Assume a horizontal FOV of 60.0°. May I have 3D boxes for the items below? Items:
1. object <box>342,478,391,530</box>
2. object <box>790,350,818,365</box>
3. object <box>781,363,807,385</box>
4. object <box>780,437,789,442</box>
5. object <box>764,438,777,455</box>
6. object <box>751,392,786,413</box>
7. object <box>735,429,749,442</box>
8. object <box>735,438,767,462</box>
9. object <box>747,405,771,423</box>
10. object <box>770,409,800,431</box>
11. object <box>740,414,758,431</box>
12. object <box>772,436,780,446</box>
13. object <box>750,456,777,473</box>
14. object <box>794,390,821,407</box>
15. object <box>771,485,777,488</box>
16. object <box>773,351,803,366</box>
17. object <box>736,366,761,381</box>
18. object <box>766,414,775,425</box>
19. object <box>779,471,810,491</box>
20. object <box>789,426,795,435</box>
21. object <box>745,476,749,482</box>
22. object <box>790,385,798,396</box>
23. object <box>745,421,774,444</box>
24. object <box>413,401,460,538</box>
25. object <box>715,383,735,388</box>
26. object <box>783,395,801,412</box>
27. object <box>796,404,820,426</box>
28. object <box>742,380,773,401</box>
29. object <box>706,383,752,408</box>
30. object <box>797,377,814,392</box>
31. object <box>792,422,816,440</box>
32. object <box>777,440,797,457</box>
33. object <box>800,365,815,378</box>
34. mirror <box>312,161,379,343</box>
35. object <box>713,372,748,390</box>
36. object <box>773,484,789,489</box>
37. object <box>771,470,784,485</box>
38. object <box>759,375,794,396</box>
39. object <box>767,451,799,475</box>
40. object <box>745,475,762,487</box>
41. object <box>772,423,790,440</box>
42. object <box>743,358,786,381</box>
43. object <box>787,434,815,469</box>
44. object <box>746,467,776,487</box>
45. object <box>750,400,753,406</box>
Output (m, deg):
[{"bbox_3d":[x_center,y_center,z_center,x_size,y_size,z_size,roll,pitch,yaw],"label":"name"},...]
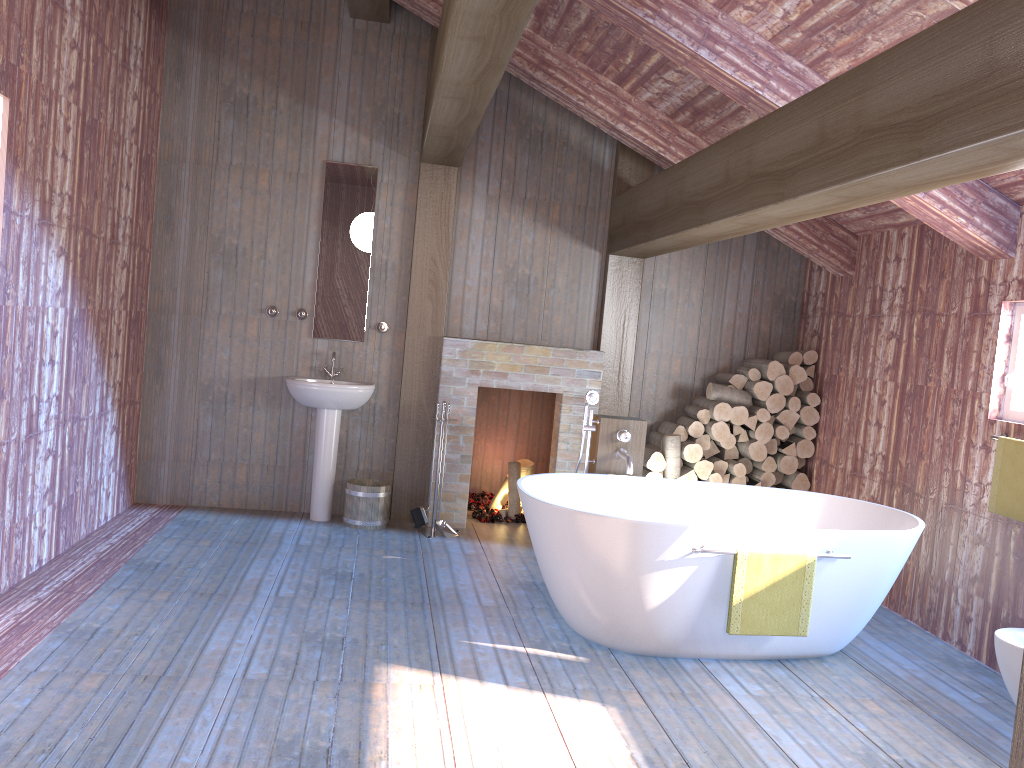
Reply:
[{"bbox_3d":[-0.974,0.804,5.949,0.309,0.290,0.308,5,3,2],"label":"object"},{"bbox_3d":[2.069,-0.189,6.332,0.112,0.113,0.271,5,3,-8],"label":"object"},{"bbox_3d":[1.935,-0.077,6.305,0.133,0.142,0.456,5,3,-7],"label":"object"},{"bbox_3d":[1.896,0.366,6.297,0.067,0.069,0.177,5,3,-8],"label":"object"},{"bbox_3d":[1.764,0.418,6.281,0.111,0.118,0.302,5,3,-9],"label":"object"},{"bbox_3d":[1.773,0.123,6.276,0.143,0.151,0.440,5,3,-8],"label":"object"},{"bbox_3d":[1.590,0.347,6.269,0.085,0.096,0.280,5,3,-7],"label":"object"},{"bbox_3d":[1.645,0.444,6.279,0.141,0.143,0.437,5,3,-10],"label":"object"},{"bbox_3d":[1.689,0.195,6.265,0.102,0.109,0.438,5,3,-8],"label":"object"},{"bbox_3d":[1.866,0.234,6.325,0.172,0.151,0.482,5,3,-7],"label":"object"},{"bbox_3d":[1.594,0.258,6.256,0.109,0.124,0.424,5,3,-9],"label":"object"},{"bbox_3d":[1.834,0.398,6.290,0.065,0.069,0.177,5,3,-9],"label":"object"},{"bbox_3d":[1.754,0.546,6.277,0.114,0.113,0.301,5,3,-11],"label":"object"},{"bbox_3d":[2.046,0.090,6.311,0.102,0.109,0.438,5,3,-8],"label":"object"},{"bbox_3d":[1.792,0.771,6.330,0.138,0.147,0.440,5,3,-8],"label":"object"},{"bbox_3d":[1.961,-0.174,6.317,0.104,0.121,0.270,5,3,-7],"label":"object"},{"bbox_3d":[1.663,-0.073,6.235,0.094,0.097,0.227,5,3,-7],"label":"object"},{"bbox_3d":[1.760,0.249,6.260,0.095,0.090,0.278,5,3,-7],"label":"object"},{"bbox_3d":[1.964,0.667,6.362,0.139,0.137,0.455,5,3,-10],"label":"object"},{"bbox_3d":[1.954,0.312,6.359,0.088,0.092,0.280,5,3,-7],"label":"object"},{"bbox_3d":[1.623,0.663,6.277,0.054,0.056,0.146,5,3,-8],"label":"object"},{"bbox_3d":[1.927,0.034,6.393,0.132,0.119,0.319,5,3,-7],"label":"object"},{"bbox_3d":[1.698,0.324,6.279,0.136,0.157,0.439,5,3,-7],"label":"object"},{"bbox_3d":[-0.515,0.549,5.918,0.276,0.888,0.333,7,4,34],"label":"object"},{"bbox_3d":[1.496,0.062,6.328,0.113,0.130,0.291,5,3,-7],"label":"object"},{"bbox_3d":[1.912,0.122,6.293,0.089,0.106,0.437,5,3,-7],"label":"object"},{"bbox_3d":[2.023,0.201,6.319,0.147,0.152,0.439,5,3,-8],"label":"object"},{"bbox_3d":[1.682,0.025,6.274,0.139,0.148,0.458,5,3,-8],"label":"object"},{"bbox_3d":[1.497,0.079,6.130,0.302,0.157,0.121,5,3,-7],"label":"object"},{"bbox_3d":[2.047,-0.008,6.342,0.107,0.115,0.269,5,3,-7],"label":"object"},{"bbox_3d":[2.021,0.320,6.324,0.102,0.109,0.438,5,3,-8],"label":"object"},{"bbox_3d":[1.886,0.429,6.313,0.115,0.112,0.423,5,3,-8],"label":"object"},{"bbox_3d":[2.062,-0.104,6.353,0.081,0.100,0.281,5,3,-8],"label":"object"},{"bbox_3d":[-1.135,-0.895,6.042,0.350,1.199,0.009,5,3,-8],"label":"mirror"},{"bbox_3d":[1.557,-0.018,6.332,0.140,0.121,0.319,5,3,-7],"label":"object"},{"bbox_3d":[1.965,0.772,6.404,0.114,0.113,0.301,5,3,-11],"label":"object"},{"bbox_3d":[1.840,0.653,6.423,0.118,0.106,0.319,5,3,-11],"label":"object"},{"bbox_3d":[1.825,-0.009,6.274,0.141,0.143,0.437,5,3,-10],"label":"object"},{"bbox_3d":[1.874,0.545,6.327,0.137,0.133,0.437,5,3,-10],"label":"object"},{"bbox_3d":[1.647,0.699,6.296,0.115,0.112,0.423,5,3,-8],"label":"object"},{"bbox_3d":[1.827,0.313,6.294,0.102,0.109,0.438,5,3,-8],"label":"object"},{"bbox_3d":[1.780,-0.106,6.279,0.135,0.139,0.456,5,3,-7],"label":"object"},{"bbox_3d":[1.994,0.483,6.341,0.137,0.256,0.439,5,3,-8],"label":"object"},{"bbox_3d":[1.746,0.654,6.279,0.116,0.117,0.289,5,3,-11],"label":"object"},{"bbox_3d":[1.610,0.120,6.350,0.121,0.124,0.291,5,3,-7],"label":"object"}]
